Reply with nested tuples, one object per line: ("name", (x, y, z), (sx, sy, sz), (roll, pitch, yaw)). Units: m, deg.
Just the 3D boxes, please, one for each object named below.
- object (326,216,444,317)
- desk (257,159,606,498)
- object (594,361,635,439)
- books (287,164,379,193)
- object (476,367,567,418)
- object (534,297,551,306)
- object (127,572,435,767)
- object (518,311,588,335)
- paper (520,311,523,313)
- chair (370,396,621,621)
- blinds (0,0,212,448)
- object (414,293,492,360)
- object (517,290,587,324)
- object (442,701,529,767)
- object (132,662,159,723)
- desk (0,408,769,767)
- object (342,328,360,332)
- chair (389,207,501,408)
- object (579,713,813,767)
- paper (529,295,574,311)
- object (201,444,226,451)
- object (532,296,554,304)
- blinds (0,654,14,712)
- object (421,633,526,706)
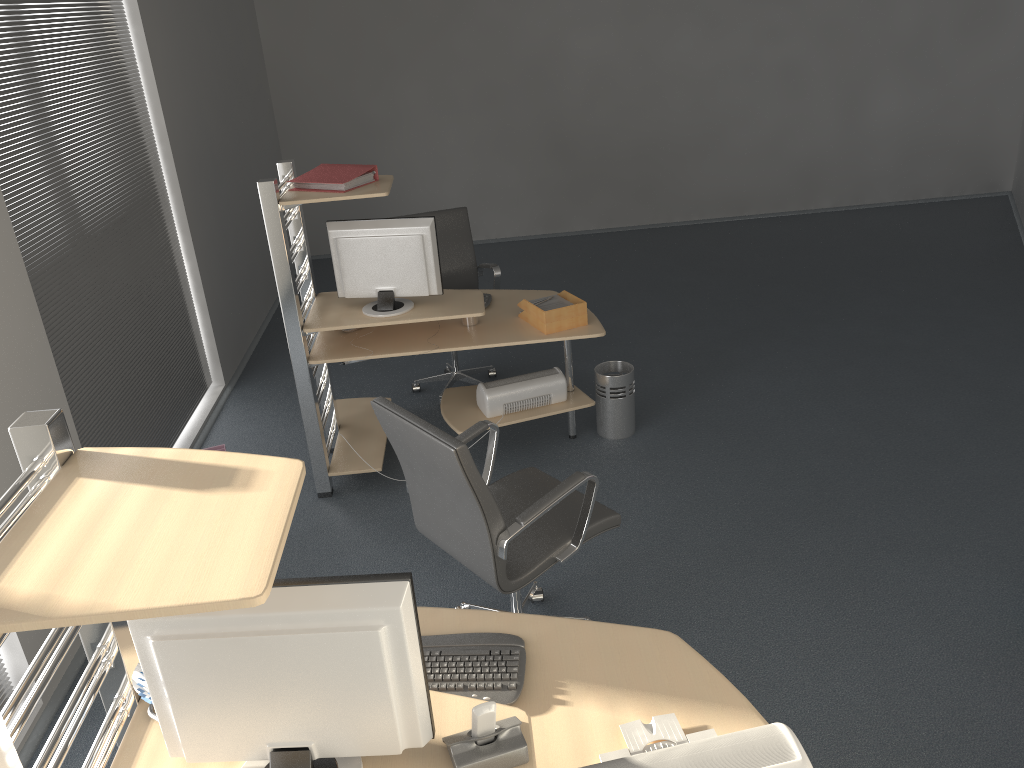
("object", (-0.614, -0.549, 4.135), (0.516, 0.418, 0.245), (4, 25, 18))
("desk", (-0.324, -0.405, 4.538), (1.469, 1.566, 0.967), (-6, 24, -2))
("object", (0.552, 0.089, 4.745), (0.208, 0.377, 0.208), (15, 31, 38))
("books", (-0.815, -0.939, 4.033), (0.320, 0.072, 0.262), (9, 27, 28))
("object", (0.022, 0.004, 4.586), (0.438, 0.162, 0.351), (-12, 25, -16))
("object", (0.146, -0.404, 4.377), (0.008, 0.009, 0.159), (16, 32, 39))
("object", (-0.432, 0.568, 1.604), (0.516, 0.418, 0.245), (1, 25, 12))
("object", (0.196, -0.338, 4.336), (0.225, 0.060, 0.309), (-15, 26, -21))
("paper", (0.196, -0.327, 4.342), (0.210, 0.019, 0.297), (-15, 26, -21))
("chair", (-0.021, 0.494, 3.106), (0.652, 1.048, 0.584), (-21, 29, -32))
("blinds", (-1.967, -0.879, 4.209), (0.022, 2.770, 1.950), (-6, 24, -2))
("object", (-0.363, -0.297, 4.454), (0.478, 0.082, 0.814), (-2, 24, 5))
("object", (0.191, -0.389, 4.313), (0.225, 0.060, 0.309), (-15, 26, -21))
("object", (-0.056, 0.644, 1.690), (0.150, 0.151, 0.119), (-11, 25, -14))
("object", (-0.718, 0.635, 1.854), (0.154, 0.135, 0.093), (11, 29, 32))
("desk", (-0.143, 0.721, 1.987), (1.469, 1.566, 0.967), (-6, 24, -2))
("object", (-0.790, -0.307, 4.449), (0.159, 0.064, 0.054), (-21, 28, -31))
("chair", (-0.377, -0.444, 5.271), (0.584, 1.048, 0.652), (-11, 25, -14))
("object", (0.326, 0.745, 1.767), (0.438, 0.162, 0.351), (-9, 24, -9))
("paper", (0.192, -0.374, 4.321), (0.210, 0.010, 0.297), (-15, 26, -21))
("object", (-1.563, 0.462, 4.529), (0.245, 0.202, 0.185), (-13, 25, -18))
("object", (0.150, -0.417, 4.404), (0.159, 0.009, 0.008), (-22, 29, -34))
("blinds", (-1.785, 0.249, 1.652), (0.037, 2.749, 1.950), (-6, 24, -2))
("object", (-0.222, 0.826, 1.917), (0.478, 0.082, 0.814), (-2, 24, 5))
